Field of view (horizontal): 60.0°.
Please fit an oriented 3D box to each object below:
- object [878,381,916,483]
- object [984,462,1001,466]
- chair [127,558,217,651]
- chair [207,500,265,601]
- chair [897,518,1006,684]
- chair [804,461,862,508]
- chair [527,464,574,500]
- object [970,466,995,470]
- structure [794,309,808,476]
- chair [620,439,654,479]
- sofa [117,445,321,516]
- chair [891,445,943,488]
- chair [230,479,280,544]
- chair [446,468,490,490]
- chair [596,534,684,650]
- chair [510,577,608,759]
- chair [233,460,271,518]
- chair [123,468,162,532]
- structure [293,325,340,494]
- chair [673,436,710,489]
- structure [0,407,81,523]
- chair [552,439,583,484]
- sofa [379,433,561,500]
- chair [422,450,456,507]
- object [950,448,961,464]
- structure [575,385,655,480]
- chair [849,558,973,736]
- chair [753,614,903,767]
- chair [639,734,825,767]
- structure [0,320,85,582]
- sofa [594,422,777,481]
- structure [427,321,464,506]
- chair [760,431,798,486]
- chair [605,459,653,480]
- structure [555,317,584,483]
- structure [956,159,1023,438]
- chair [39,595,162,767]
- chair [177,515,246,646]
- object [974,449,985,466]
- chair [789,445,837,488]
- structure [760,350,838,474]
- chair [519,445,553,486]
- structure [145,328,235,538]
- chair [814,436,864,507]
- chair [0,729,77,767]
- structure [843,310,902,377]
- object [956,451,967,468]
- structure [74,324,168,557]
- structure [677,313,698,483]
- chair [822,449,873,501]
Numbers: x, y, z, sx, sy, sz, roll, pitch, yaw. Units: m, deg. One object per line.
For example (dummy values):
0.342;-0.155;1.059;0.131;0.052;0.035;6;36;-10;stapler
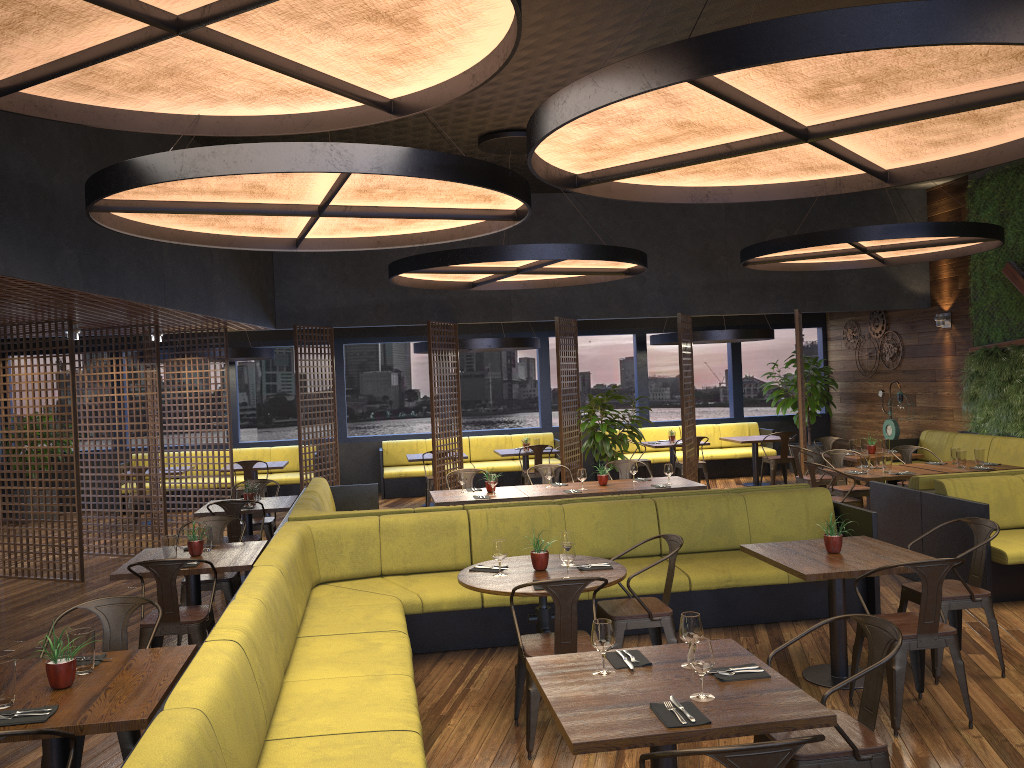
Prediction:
5.975;0.759;13.764;0.459;1.615;0.848;-2;1;-9;object
5.178;0.863;9.604;0.157;0.019;0.255;-2;1;-9;object
-2.127;1.515;5.622;0.504;0.917;0.541;-2;1;-8;chair
-2.559;1.508;8.295;0.504;0.917;0.541;-2;1;-8;chair
2.733;1.315;5.523;0.541;0.917;0.504;-2;1;-8;chair
3.364;1.254;9.292;0.541;0.917;0.504;-2;1;-8;chair
0.442;1.370;9.855;0.504;0.917;0.541;-2;1;-8;chair
4.916;0.877;9.302;0.157;0.019;0.255;-2;1;-9;object
4.159;0.300;12.731;0.050;2.700;0.852;-2;1;21;structure
1.955;1.267;14.184;0.541;0.917;0.504;-2;1;-8;chair
-4.711;1.543;14.442;3.061;0.914;0.966;-2;1;-9;sofa
4.711;1.190;10.266;0.504;0.917;0.541;-2;1;-8;chair
-2.745;1.504;9.508;0.504;0.917;0.541;-2;1;-8;chair
-0.453;1.408;9.718;0.504;0.917;0.541;-2;1;-8;chair
0.780;1.397;5.397;0.541;0.917;0.504;-2;1;-8;chair
0.253;1.425;4.689;0.504;0.917;0.541;-2;1;-8;chair
-3.696;1.515;12.562;0.504;0.917;0.541;-2;1;-8;chair
-5.108;1.576;12.345;0.504;0.917;0.541;-2;1;-8;chair
-2.557;0.586;11.702;0.050;2.700;0.852;-2;1;21;structure
2.739;1.241;13.547;0.504;0.917;0.541;-2;1;-8;chair
-7.414;1.236;13.947;1.166;1.763;0.993;-3;1;-38;structure
0.862;1.314;13.955;0.541;0.917;0.504;-2;1;-8;chair
-0.688;1.372;15.059;3.061;0.914;0.966;-2;1;-9;sofa
-1.047;1.402;12.967;0.504;0.917;0.541;-2;1;-8;chair
4.886;0.794;9.765;0.102;0.178;0.102;-3;1;-23;object
1.270;0.899;11.631;1.166;1.763;0.993;-3;1;-38;structure
2.143;1.346;4.778;0.504;0.917;0.541;-2;1;-8;chair
1.233;1.396;3.459;0.541;0.917;0.504;-2;1;-8;chair
0.659;1.427;2.664;0.504;0.917;0.541;-2;1;-8;chair
-5.089;0.712;9.358;1.319;2.700;0.050;-2;1;21;structure
3.054;1.212;15.632;3.061;0.914;0.966;-2;1;-9;sofa
-0.878;0.515;11.959;0.050;2.700;0.852;-2;1;21;structure
4.152;1.180;13.764;0.504;0.917;0.541;-2;1;-8;chair
1.332;1.332;9.991;0.504;0.917;0.541;-2;1;-8;chair
0.801;0.443;12.216;0.050;2.700;0.852;-2;1;21;structure
7.097;-0.727;8.127;0.918;4.593;9.182;-2;1;-10;structure
-1.922;1.520;4.183;0.504;0.917;0.541;-2;1;-8;chair
-2.316;1.511;6.854;0.504;0.917;0.541;-2;1;-8;chair
5.026;0.790;9.529;0.102;0.178;0.102;-3;1;-23;object
3.793;1.219;11.162;0.541;0.917;0.504;-2;1;-8;chair
5.217;0.486;15.798;1.493;2.184;1.272;-2;1;-9;structure
0.366;1.342;13.184;0.504;0.917;0.541;-2;1;-8;chair
-4.216;0.656;11.601;1.319;2.700;0.050;-2;1;21;structure
4.399;1.186;12.010;0.504;0.917;0.541;-2;1;-8;chair
-1.733;1.523;2.953;0.504;0.917;0.541;-2;1;-8;chair
6.082;-0.704;15.075;0.058;1.178;1.791;-2;1;-9;structure
4.765;0.802;9.402;0.102;0.178;0.102;-2;1;27;object
-4.653;0.684;10.479;1.319;2.700;0.050;-2;1;21;structure
2.480;0.371;12.474;0.050;2.700;0.852;-2;1;21;structure
3.853;1.226;10.134;0.504;0.917;0.541;-2;1;-8;chair
